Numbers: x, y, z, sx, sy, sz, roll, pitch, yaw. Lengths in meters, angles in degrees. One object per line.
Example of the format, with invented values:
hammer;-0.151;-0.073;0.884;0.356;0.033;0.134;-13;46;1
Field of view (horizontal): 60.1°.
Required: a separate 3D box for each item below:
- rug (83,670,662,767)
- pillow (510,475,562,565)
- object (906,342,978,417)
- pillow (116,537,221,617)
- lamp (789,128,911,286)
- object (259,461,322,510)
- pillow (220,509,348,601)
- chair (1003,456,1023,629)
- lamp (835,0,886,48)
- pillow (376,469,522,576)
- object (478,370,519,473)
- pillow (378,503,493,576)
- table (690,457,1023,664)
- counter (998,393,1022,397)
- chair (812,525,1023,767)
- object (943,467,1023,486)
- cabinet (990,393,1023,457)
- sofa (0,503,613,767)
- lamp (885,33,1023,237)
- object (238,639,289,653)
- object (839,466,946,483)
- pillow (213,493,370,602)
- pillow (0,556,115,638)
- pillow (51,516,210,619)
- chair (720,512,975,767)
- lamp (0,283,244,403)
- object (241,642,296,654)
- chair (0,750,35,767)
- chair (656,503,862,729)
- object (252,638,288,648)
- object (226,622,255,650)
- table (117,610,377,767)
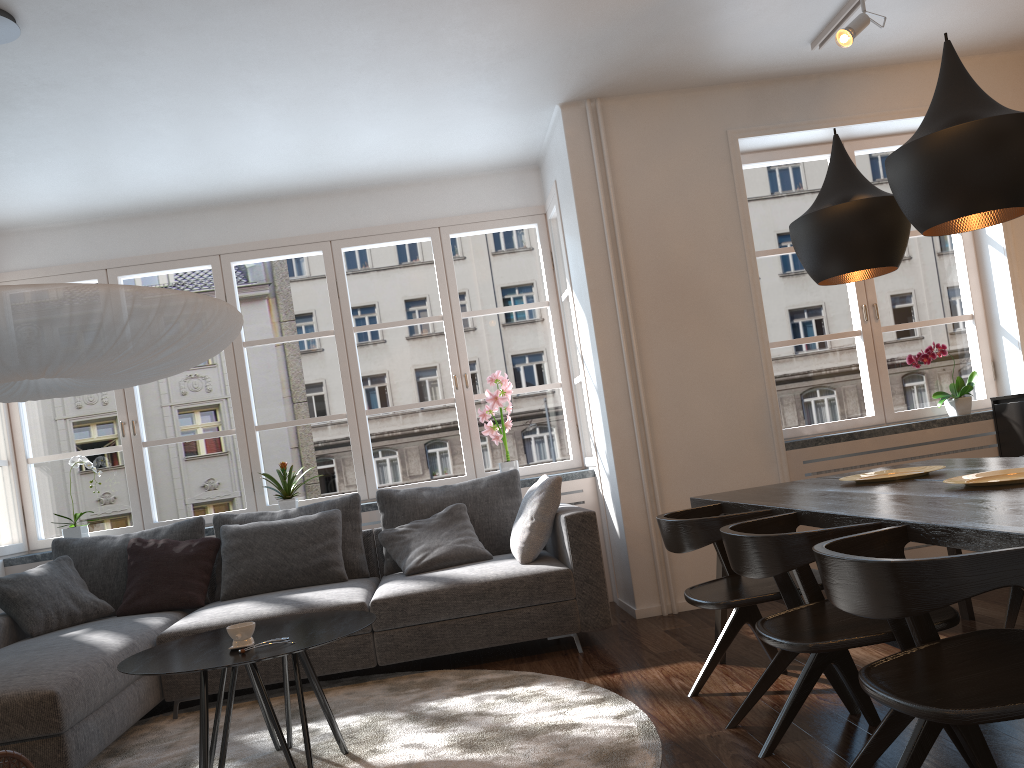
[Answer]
rug;-0.936;1.338;2.901;2.826;0.012;2.857;-6;-5;-25
pillow;0.111;0.689;4.547;0.286;0.413;0.496;-8;-3;-7
object;2.434;-0.031;4.966;0.404;0.436;0.231;-7;-2;-29
pillow;-1.821;0.995;4.680;0.521;0.402;0.312;-8;-2;-3
lamp;1.203;-0.653;3.183;0.413;0.540;0.409;-10;-2;28
object;-1.338;0.626;5.350;0.374;0.328;0.325;-7;-3;-30
pillow;-1.230;0.914;4.757;0.666;0.396;0.293;-8;-2;-5
chair;2.064;0.574;3.119;0.519;0.670;0.595;-8;-2;-9
lamp;1.524;-1.599;3.887;0.250;0.239;0.085;-8;-1;-18
pillow;-0.331;0.773;4.970;0.835;0.476;0.276;-8;-2;-5
object;-0.074;0.265;5.477;0.200;0.689;0.299;-8;-1;-26
pillow;-0.421;0.824;4.719;0.490;0.320;0.447;-7;-4;-24
table;1.430;0.610;2.476;1.105;0.677;2.511;-8;-4;-6
counter;3.222;-0.219;2.411;0.731;0.002;5.082;-8;-5;-6
chair;0.927;0.628;1.739;0.519;0.670;0.595;-8;-2;-7
object;1.415;0.262;2.499;0.354;0.016;0.358;-6;-5;-24
cabinet;3.288;0.225;2.407;0.732;0.897;5.085;-8;-5;-6
sofa;-1.060;1.119;4.030;3.064;0.670;2.048;-8;-4;-5
lamp;1.262;-0.721;2.488;0.409;0.540;0.413;-7;-2;-29
object;-0.785;0.827;2.807;0.163;0.016;0.025;-6;-4;-30
object;1.358;0.327;3.164;0.355;0.016;0.357;-8;-5;-2
pillow;-1.232;0.900;4.900;0.838;0.474;0.277;-8;-2;-5
pillow;-2.355;1.072;4.488;0.349;0.359;0.513;-10;-4;34
pillow;-2.089;1.023;4.814;0.835;0.477;0.276;-8;-2;-5
chair;0.874;0.688;2.349;0.519;0.670;0.595;-8;-2;-5
lamp;-1.709;-0.084;3.162;1.479;0.209;1.466;-11;-5;31
object;-0.764;0.821;2.771;0.167;0.015;0.015;-7;-3;-18
chair;-1.594;1.000;2.030;0.722;0.708;0.684;-10;-3;27
chair;0.811;0.754;3.029;0.519;0.670;0.595;-8;-2;-7
object;-0.781;0.834;2.865;0.123;0.010;0.026;-5;-6;-39
object;-0.883;0.819;2.862;0.091;0.069;0.139;-9;-4;6
table;-0.851;1.101;3.011;0.846;0.471;0.850;-8;-4;-3
